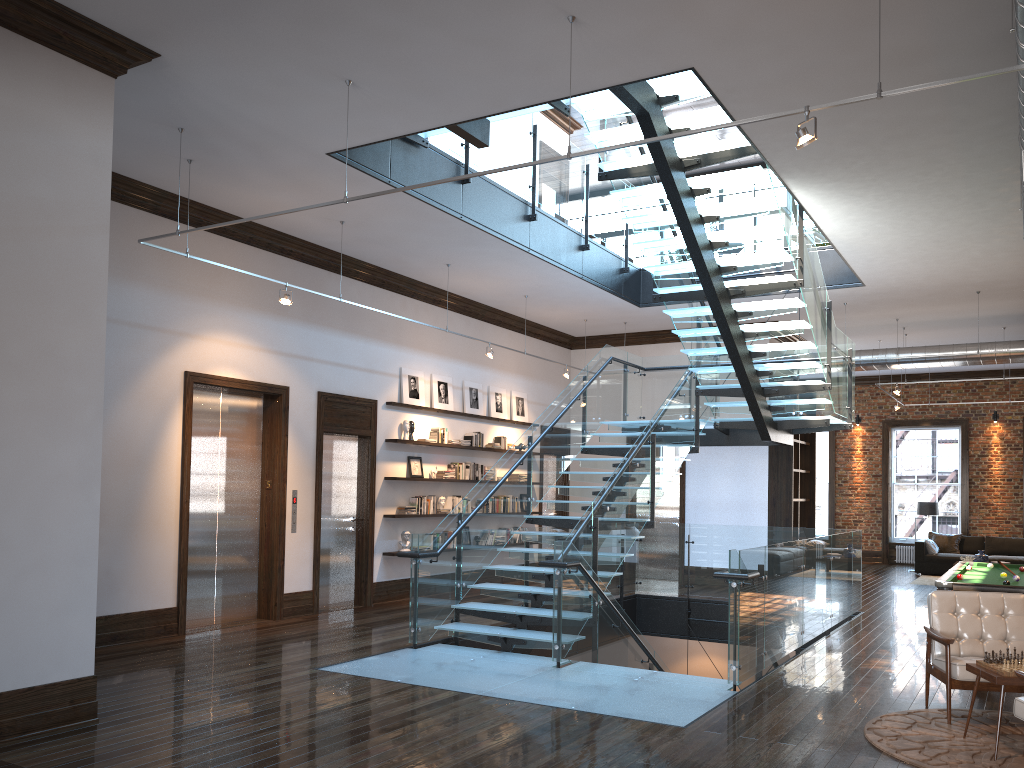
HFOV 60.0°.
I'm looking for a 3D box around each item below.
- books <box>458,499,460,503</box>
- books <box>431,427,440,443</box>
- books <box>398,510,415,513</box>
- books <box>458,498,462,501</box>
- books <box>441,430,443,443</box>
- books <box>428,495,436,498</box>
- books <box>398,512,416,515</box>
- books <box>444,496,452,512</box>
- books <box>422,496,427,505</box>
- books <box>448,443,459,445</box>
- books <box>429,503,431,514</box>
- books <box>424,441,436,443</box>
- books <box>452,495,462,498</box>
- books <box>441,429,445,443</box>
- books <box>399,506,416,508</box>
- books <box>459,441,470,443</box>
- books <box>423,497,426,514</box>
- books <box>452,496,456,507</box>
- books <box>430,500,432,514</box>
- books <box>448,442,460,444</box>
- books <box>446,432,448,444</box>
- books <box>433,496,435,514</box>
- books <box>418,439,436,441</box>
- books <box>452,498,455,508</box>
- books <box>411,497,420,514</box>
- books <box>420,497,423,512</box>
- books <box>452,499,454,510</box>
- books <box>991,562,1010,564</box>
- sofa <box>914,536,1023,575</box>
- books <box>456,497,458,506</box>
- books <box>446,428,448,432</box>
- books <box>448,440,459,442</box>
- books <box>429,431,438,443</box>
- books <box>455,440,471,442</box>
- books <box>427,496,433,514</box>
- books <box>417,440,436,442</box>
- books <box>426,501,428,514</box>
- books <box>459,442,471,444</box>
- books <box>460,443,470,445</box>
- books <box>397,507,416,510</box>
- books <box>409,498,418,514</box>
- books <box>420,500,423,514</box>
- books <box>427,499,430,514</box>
[{"bbox_3d":[-0.837,1.811,13.155,0.150,0.217,0.028,-1,-3,31],"label":"books"},{"bbox_3d":[-1.098,0.738,12.732,0.142,0.228,0.014,-1,-3,31],"label":"books"},{"bbox_3d":[-1.440,1.744,12.152,0.154,0.028,0.192,-2,-8,25],"label":"books"},{"bbox_3d":[-0.819,1.805,13.168,0.170,0.234,0.012,-1,-3,31],"label":"books"},{"bbox_3d":[-1.071,0.756,12.751,0.164,0.197,0.029,-1,-3,31],"label":"books"},{"bbox_3d":[-1.146,1.725,12.680,0.120,0.262,0.011,-1,-3,31],"label":"books"},{"bbox_3d":[-1.441,1.771,12.145,0.143,0.028,0.236,-3,-8,30],"label":"books"},{"bbox_3d":[-0.939,1.771,12.982,0.141,0.251,0.012,-1,-3,31],"label":"books"},{"bbox_3d":[-1.257,1.701,12.479,0.127,0.258,0.015,-1,-3,31],"label":"books"},{"bbox_3d":[-0.899,0.882,13.068,0.156,0.015,0.211,-3,-8,30],"label":"books"},{"bbox_3d":[-1.214,1.757,12.533,0.134,0.161,0.030,-1,-3,31],"label":"books"},{"bbox_3d":[-1.209,0.824,12.554,0.142,0.011,0.256,-3,-8,29],"label":"books"},{"bbox_3d":[-0.819,1.791,13.182,0.157,0.265,0.011,-1,-3,31],"label":"books"},{"bbox_3d":[-1.039,0.752,12.790,0.164,0.216,0.012,-1,-3,31],"label":"books"},{"bbox_3d":[-1.438,1.685,12.152,0.135,0.014,0.216,-3,-8,30],"label":"books"},{"bbox_3d":[-0.757,0.871,13.319,0.142,0.011,0.256,-3,-8,32],"label":"books"},{"bbox_3d":[-1.264,1.703,12.428,0.139,0.242,0.015,-1,-3,31],"label":"books"},{"bbox_3d":[-0.886,1.782,13.065,0.148,0.252,0.012,-1,-3,31],"label":"books"},{"bbox_3d":[-1.198,1.743,12.560,0.128,0.197,0.031,-1,-3,31],"label":"books"},{"bbox_3d":[-0.889,0.869,13.079,0.159,0.014,0.184,-3,-8,30],"label":"books"},{"bbox_3d":[-0.999,0.786,12.903,0.132,0.177,0.035,-1,-3,31],"label":"books"},{"bbox_3d":[-1.155,1.727,12.644,0.141,0.251,0.012,-1,-3,31],"label":"books"},{"bbox_3d":[-1.207,0.791,12.555,0.142,0.011,0.256,-3,-8,29],"label":"books"},{"bbox_3d":[-0.904,1.789,13.055,0.133,0.235,0.022,-1,-3,31],"label":"books"},{"bbox_3d":[-1.341,1.690,12.307,0.134,0.235,0.013,-1,-3,31],"label":"books"},{"bbox_3d":[-1.302,1.697,12.378,0.128,0.240,0.012,-1,-3,31],"label":"books"},{"bbox_3d":[-0.919,1.791,13.006,0.154,0.217,0.030,-1,-3,31],"label":"books"},{"bbox_3d":[8.936,3.273,16.225,0.262,0.028,0.206,5,-8,-27],"label":"books"},{"bbox_3d":[9.356,3.305,16.566,3.503,0.800,3.467,-3,-8,30],"label":"sofa"},{"bbox_3d":[-0.862,1.796,13.119,0.153,0.238,0.010,-1,-3,31],"label":"books"},{"bbox_3d":[-0.993,0.762,12.928,0.119,0.232,0.014,-1,-3,31],"label":"books"},{"bbox_3d":[-0.896,0.841,13.077,0.152,0.013,0.196,-3,-8,30],"label":"books"},{"bbox_3d":[-1.122,0.761,12.707,0.129,0.175,0.050,-1,-3,31],"label":"books"},{"bbox_3d":[-0.758,0.861,13.320,0.141,0.010,0.287,-3,-8,29],"label":"books"},{"bbox_3d":[-1.187,1.719,12.588,0.131,0.251,0.027,-1,-3,31],"label":"books"},{"bbox_3d":[-1.206,0.813,12.553,0.141,0.010,0.288,-3,-8,28],"label":"books"},{"bbox_3d":[-1.239,1.742,12.483,0.142,0.179,0.013,-1,-3,31],"label":"books"},{"bbox_3d":[-0.755,0.892,13.317,0.141,0.010,0.288,-3,-8,33],"label":"books"},{"bbox_3d":[-0.759,0.903,13.318,0.142,0.011,0.256,-3,-8,31],"label":"books"},{"bbox_3d":[-1.445,1.703,12.133,0.143,0.027,0.220,-4,-8,35],"label":"books"},{"bbox_3d":[-1.369,1.692,12.289,0.125,0.226,0.048,-1,-3,31],"label":"books"},{"bbox_3d":[-1.310,1.713,12.352,0.156,0.202,0.013,-1,-3,31],"label":"books"},{"bbox_3d":[-1.227,1.729,12.505,0.150,0.209,0.035,-1,-3,31],"label":"books"}]
